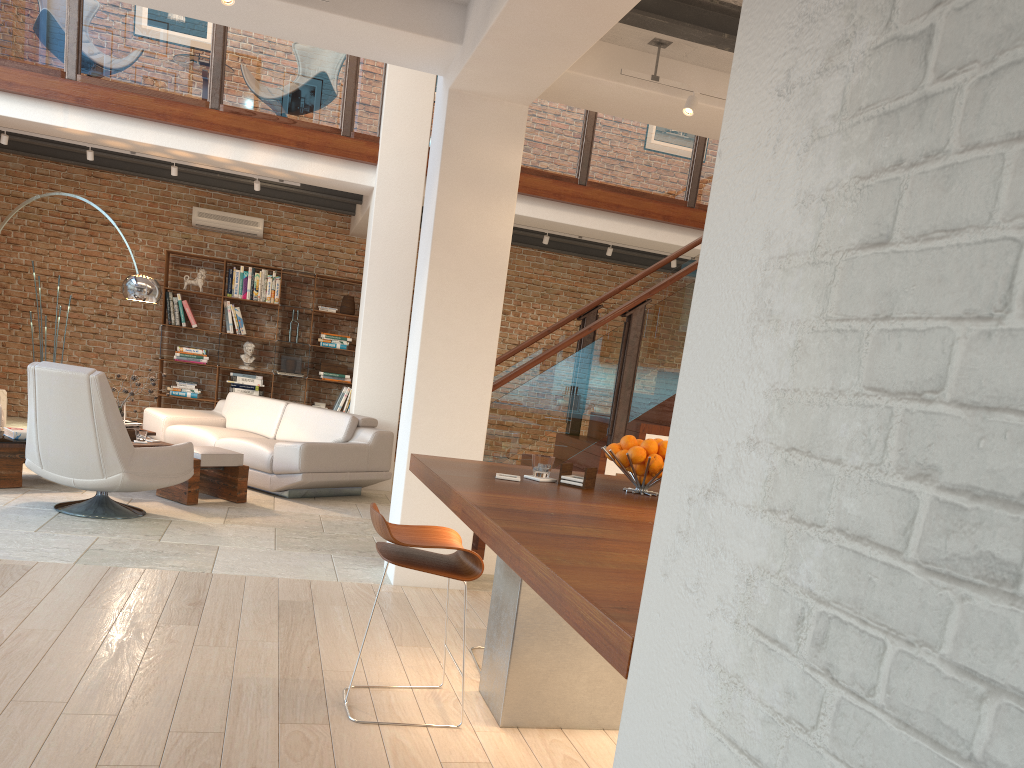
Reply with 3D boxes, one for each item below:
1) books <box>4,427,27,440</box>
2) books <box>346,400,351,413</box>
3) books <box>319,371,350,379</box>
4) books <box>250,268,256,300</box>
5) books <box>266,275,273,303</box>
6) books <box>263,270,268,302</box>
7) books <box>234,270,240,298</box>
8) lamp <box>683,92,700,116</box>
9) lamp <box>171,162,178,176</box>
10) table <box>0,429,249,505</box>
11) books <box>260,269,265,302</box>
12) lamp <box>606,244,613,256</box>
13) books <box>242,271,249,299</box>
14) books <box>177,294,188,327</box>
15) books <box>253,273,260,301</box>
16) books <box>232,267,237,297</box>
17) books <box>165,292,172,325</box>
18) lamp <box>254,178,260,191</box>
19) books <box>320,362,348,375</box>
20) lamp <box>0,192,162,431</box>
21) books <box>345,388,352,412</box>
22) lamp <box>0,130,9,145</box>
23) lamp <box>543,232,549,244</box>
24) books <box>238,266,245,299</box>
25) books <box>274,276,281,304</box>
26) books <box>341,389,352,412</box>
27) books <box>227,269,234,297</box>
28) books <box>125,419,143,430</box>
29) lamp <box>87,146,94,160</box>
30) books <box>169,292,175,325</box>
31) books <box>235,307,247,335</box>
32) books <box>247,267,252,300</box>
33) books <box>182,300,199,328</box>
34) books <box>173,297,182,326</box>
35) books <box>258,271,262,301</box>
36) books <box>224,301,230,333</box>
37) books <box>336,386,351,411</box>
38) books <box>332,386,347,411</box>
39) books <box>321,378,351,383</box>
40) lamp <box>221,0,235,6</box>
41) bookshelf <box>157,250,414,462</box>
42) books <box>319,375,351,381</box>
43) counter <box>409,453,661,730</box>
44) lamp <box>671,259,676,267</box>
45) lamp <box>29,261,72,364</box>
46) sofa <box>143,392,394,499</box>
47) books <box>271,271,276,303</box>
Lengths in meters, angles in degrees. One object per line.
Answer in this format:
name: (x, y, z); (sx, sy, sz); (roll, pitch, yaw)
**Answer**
books: (-3.659, 0.383, 6.649); (0.249, 0.057, 0.327); (9, 1, 45)
books: (-2.071, 0.246, 11.251); (0.117, 0.341, 0.247); (5, 8, -15)
books: (-2.268, -0.117, 11.106); (0.382, 0.037, 0.238); (8, 1, -17)
books: (-3.166, -1.213, 10.648); (0.037, 0.392, 0.237); (5, 8, -15)
books: (-2.979, -1.159, 10.702); (0.056, 0.337, 0.247); (5, 8, -15)
books: (-3.021, -1.193, 10.689); (0.037, 0.392, 0.237); (5, 8, -15)
books: (-3.338, -1.208, 10.596); (0.056, 0.337, 0.247); (5, 8, -15)
lamp: (0.925, -1.448, 4.508); (0.058, 0.132, 0.086); (14, 10, 34)
lamp: (-3.262, -2.069, 8.423); (0.061, 0.132, 0.083); (6, 8, -13)
table: (-3.481, 0.566, 7.015); (2.166, 0.438, 1.969); (9, 1, 35)
books: (-3.060, -1.198, 10.692); (0.037, 0.392, 0.237); (5, 8, -15)
lamp: (1.084, -1.479, 9.675); (0.061, 0.132, 0.083); (6, 8, -13)
books: (-3.253, -1.197, 10.639); (0.056, 0.337, 0.247); (5, 8, -15)
books: (-3.974, -0.885, 10.508); (0.122, 0.390, 0.237); (5, 8, -15)
books: (-3.121, -1.179, 10.651); (0.056, 0.337, 0.247); (5, 8, -15)
books: (-3.378, -1.228, 10.599); (0.021, 0.367, 0.264); (5, 8, -15)
books: (-4.113, -0.906, 10.472); (0.092, 0.393, 0.237); (5, 8, -15)
lamp: (-2.526, -1.976, 8.644); (0.061, 0.118, 0.092); (6, 7, -9)
books: (-2.270, -0.197, 11.096); (0.337, 0.121, 0.208); (7, 3, -16)
lamp: (-4.025, -0.494, 7.862); (2.010, 2.407, 0.313); (10, 11, 20)
books: (-2.115, 0.231, 11.251); (0.098, 0.363, 0.264); (5, 8, -15)
lamp: (-4.667, -2.260, 8.016); (0.059, 0.132, 0.084); (-1, 12, -45)
lamp: (0.371, -1.576, 9.470); (0.061, 0.132, 0.083); (6, 8, -13)
books: (-3.291, -1.230, 10.607); (0.037, 0.392, 0.237); (5, 8, -15)
books: (-2.892, -1.148, 10.750); (0.056, 0.337, 0.247); (5, 8, -15)
books: (-2.133, 0.227, 11.236); (0.098, 0.363, 0.264); (5, 8, -15)
books: (-3.417, -1.219, 10.592); (0.056, 0.337, 0.247); (5, 8, -15)
books: (-3.448, 0.350, 7.576); (0.248, 0.076, 0.397); (8, 1, 17)
lamp: (-3.975, -2.170, 8.217); (0.061, 0.124, 0.083); (6, 8, -13)
books: (-4.079, -0.902, 10.490); (0.092, 0.393, 0.237); (5, 8, -15)
books: (-3.328, -0.770, 10.700); (0.159, 0.337, 0.247); (5, 8, -15)
books: (-3.199, -1.217, 10.628); (0.037, 0.392, 0.237); (5, 8, -15)
books: (-3.895, -0.844, 10.562); (0.196, 0.326, 0.247); (5, 7, -15)
books: (-4.038, -0.871, 10.527); (0.103, 0.341, 0.247); (5, 8, -15)
books: (-3.086, -1.188, 10.673); (0.021, 0.367, 0.264); (5, 8, -15)
books: (-3.483, -0.818, 10.668); (0.102, 0.392, 0.237); (5, 8, -15)
books: (-2.180, 0.212, 11.211); (0.162, 0.381, 0.237); (5, 8, -15)
books: (-2.226, 0.206, 11.222); (0.164, 0.381, 0.237); (5, 8, -15)
books: (-2.255, -0.049, 11.145); (0.357, 0.021, 0.265); (8, 1, -17)
lamp: (-1.266, -1.745, 3.872); (0.059, 0.132, 0.084); (-1, 12, -45)
bookshelf: (-2.769, -0.275, 10.940); (3.049, 2.253, 0.353); (7, 10, -16)
books: (-2.267, -0.080, 11.149); (0.382, 0.037, 0.238); (8, 1, -20)
counter: (0.625, 0.927, 2.908); (1.694, 0.939, 2.437); (7, 2, -15)
lamp: (1.835, -1.377, 9.884); (0.058, 0.132, 0.086); (14, 10, 34)
lamp: (-5.133, -0.395, 9.641); (0.417, 1.863, 0.194); (-2, 14, -44)
sofa: (-2.362, 0.541, 8.333); (2.289, 0.773, 1.141); (9, 4, 34)
books: (-2.931, -1.181, 10.715); (0.037, 0.392, 0.237); (5, 8, -15)
